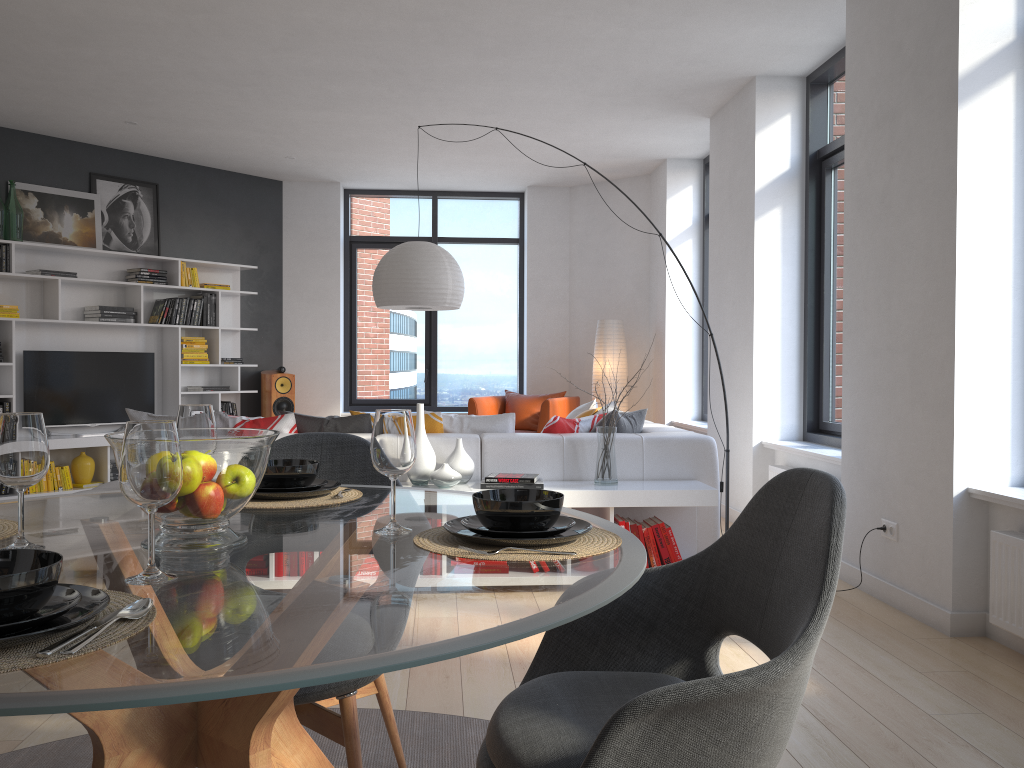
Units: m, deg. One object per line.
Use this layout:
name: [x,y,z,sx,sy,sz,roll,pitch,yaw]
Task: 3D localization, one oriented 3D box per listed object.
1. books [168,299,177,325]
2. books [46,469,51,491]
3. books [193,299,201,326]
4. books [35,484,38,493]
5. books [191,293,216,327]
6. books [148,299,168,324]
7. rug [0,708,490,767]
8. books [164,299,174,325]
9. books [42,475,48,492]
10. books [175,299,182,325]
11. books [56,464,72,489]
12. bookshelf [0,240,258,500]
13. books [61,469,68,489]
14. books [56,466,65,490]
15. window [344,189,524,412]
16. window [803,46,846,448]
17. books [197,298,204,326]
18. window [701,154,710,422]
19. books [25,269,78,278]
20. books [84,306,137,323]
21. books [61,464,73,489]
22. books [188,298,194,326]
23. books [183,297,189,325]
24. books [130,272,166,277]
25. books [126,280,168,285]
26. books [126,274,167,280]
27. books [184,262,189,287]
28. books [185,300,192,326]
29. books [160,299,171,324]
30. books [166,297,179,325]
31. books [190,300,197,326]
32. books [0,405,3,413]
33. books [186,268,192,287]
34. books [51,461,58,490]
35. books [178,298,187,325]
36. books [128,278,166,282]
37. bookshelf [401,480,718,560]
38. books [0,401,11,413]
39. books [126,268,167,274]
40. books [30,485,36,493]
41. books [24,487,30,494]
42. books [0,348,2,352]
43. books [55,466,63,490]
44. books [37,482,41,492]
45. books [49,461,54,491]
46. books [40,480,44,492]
books: [-3.094,-0.648,8.015,0.172,0.242,0.069,1,1,41]
books: [-3.754,0.735,7.118,0.169,0.240,0.043,1,1,39]
books: [-2.962,-0.656,8.205,0.191,0.249,0.084,1,1,40]
books: [-3.834,0.724,7.058,0.202,0.267,0.038,1,1,41]
books: [-2.899,-0.688,8.323,0.259,0.321,0.128,1,1,40]
books: [-3.176,-0.645,7.954,0.182,0.234,0.104,1,1,40]
rug: [-0.542,1.036,1.520,2.499,0.010,2.499,0,1,-32]
books: [-3.127,-0.645,7.997,0.169,0.233,0.081,1,1,39]
books: [-3.790,0.730,7.107,0.185,0.252,0.055,1,1,39]
books: [-3.077,-0.650,8.066,0.179,0.243,0.068,1,1,39]
books: [-3.656,0.757,7.236,0.148,0.193,0.067,1,1,41]
bookshelf: [-3.496,-0.097,7.500,0.455,2.052,3.000,1,1,40]
books: [-3.661,0.770,7.207,0.113,0.169,0.049,1,1,39]
books: [-3.682,0.761,7.200,0.134,0.187,0.046,1,1,40]
window: [-0.848,-0.899,9.727,1.960,2.402,0.170,0,1,-5]
window: [2.070,-0.811,5.220,0.170,2.402,1.310,0,1,-5]
books: [-2.941,-0.662,8.231,0.197,0.260,0.066,1,1,40]
window: [1.887,-0.851,7.513,0.170,2.402,1.310,0,1,-5]
books: [-3.775,-0.894,7.266,0.250,0.047,0.310,1,1,36]
books: [-3.469,-0.593,7.662,0.277,0.137,0.343,1,1,35]
books: [-3.647,0.756,7.260,0.149,0.193,0.046,1,1,41]
books: [-3.005,-0.658,8.157,0.192,0.254,0.075,1,1,39]
books: [-3.035,-0.660,8.124,0.197,0.260,0.066,1,1,40]
books: [-3.240,-0.972,7.894,0.180,0.026,0.246,1,1,43]
books: [-3.247,-0.894,7.893,0.214,0.030,0.284,1,1,44]
books: [-3.263,-0.945,7.909,0.214,0.030,0.284,1,1,44]
books: [-3.022,-0.993,8.103,0.164,0.224,0.054,1,1,40]
books: [-3.000,-0.650,8.123,0.172,0.242,0.069,1,1,41]
books: [-3.157,-0.644,7.982,0.187,0.234,0.096,1,1,41]
books: [-3.099,-0.656,8.050,0.192,0.254,0.075,1,1,39]
books: [-2.978,-0.653,8.168,0.179,0.243,0.071,1,1,39]
books: [-4.052,0.300,6.967,0.200,0.272,0.028,1,1,40]
books: [-2.985,-0.970,8.113,0.132,0.180,0.054,1,1,40]
books: [-3.740,0.737,7.179,0.172,0.235,0.056,1,1,40]
books: [-3.057,-0.655,8.098,0.191,0.249,0.084,1,1,40]
books: [-3.250,-0.919,7.894,0.189,0.020,0.264,1,1,39]
bookshelf: [-0.329,0.746,4.299,2.600,0.500,0.356,0,1,-5]
books: [-4.027,0.288,6.999,0.230,0.297,0.051,1,1,40]
books: [-3.251,-0.999,7.898,0.209,0.030,0.266,1,1,34]
books: [-3.855,0.727,7.036,0.198,0.258,0.066,1,1,40]
books: [-3.873,0.721,7.005,0.213,0.271,0.048,1,1,40]
books: [-4.130,-0.261,6.857,0.284,0.030,0.214,-1,1,-41]
books: [-3.702,0.760,7.189,0.138,0.188,0.056,1,1,40]
books: [-3.809,0.743,7.061,0.156,0.230,0.042,1,1,39]
books: [-3.754,0.737,7.149,0.171,0.235,0.043,1,1,39]
books: [-3.798,0.730,7.080,0.180,0.252,0.041,1,1,40]
